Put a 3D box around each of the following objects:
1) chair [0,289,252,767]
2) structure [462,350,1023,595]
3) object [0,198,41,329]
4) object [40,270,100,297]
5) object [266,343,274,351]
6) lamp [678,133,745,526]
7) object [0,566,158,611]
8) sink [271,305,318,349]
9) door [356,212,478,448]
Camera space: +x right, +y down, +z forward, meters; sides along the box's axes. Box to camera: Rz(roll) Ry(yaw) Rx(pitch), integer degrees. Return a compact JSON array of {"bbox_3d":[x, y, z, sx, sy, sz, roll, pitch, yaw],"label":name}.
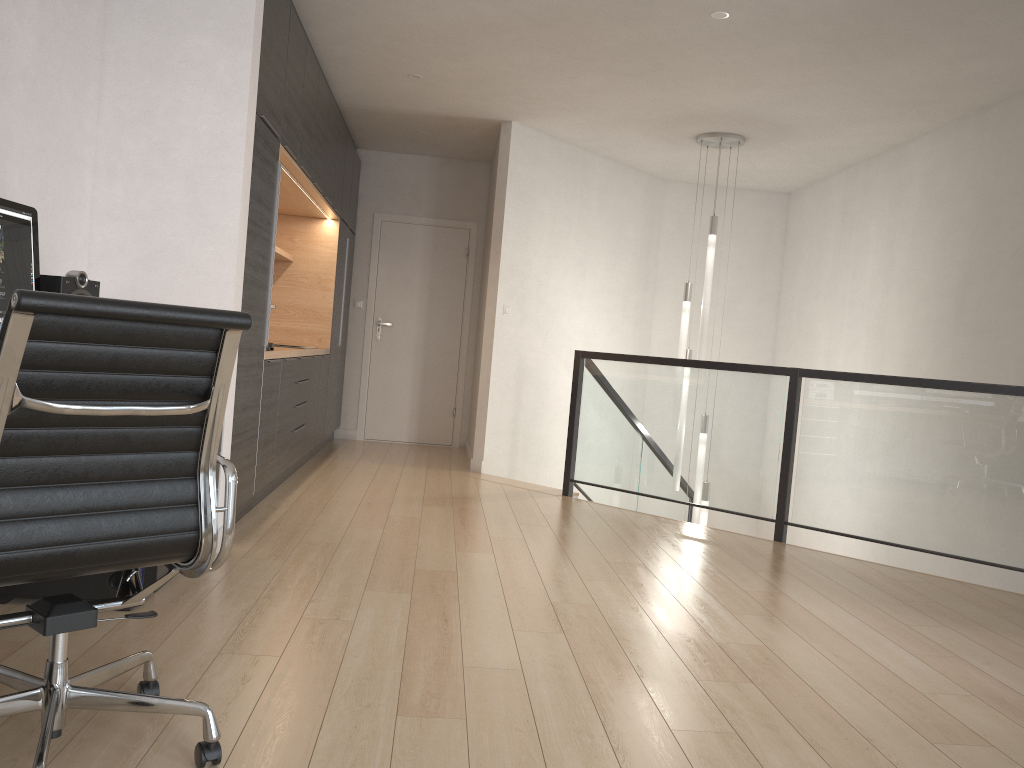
[{"bbox_3d":[-0.974,0.311,1.874,0.664,0.991,0.699,3,3,-44],"label":"chair"},{"bbox_3d":[2.006,2.069,6.410,4.190,4.339,2.823,7,3,40],"label":"structure"},{"bbox_3d":[-1.566,-0.286,2.504,0.190,0.535,0.716,5,2,0],"label":"object"},{"bbox_3d":[-1.573,-0.214,3.007,0.249,0.354,0.198,5,2,10],"label":"object"},{"bbox_3d":[-1.563,-0.404,4.861,0.584,0.398,0.618,5,2,-4],"label":"object"},{"bbox_3d":[1.512,-1.007,6.774,0.359,6.725,0.359,6,3,32],"label":"lamp"},{"bbox_3d":[-1.451,0.462,2.986,0.474,0.527,0.215,5,2,-5],"label":"object"},{"bbox_3d":[-1.695,-0.307,6.389,0.512,0.518,0.626,5,2,-5],"label":"sink"},{"bbox_3d":[-0.892,-0.495,8.337,0.974,2.136,0.085,5,2,-5],"label":"door"}]
